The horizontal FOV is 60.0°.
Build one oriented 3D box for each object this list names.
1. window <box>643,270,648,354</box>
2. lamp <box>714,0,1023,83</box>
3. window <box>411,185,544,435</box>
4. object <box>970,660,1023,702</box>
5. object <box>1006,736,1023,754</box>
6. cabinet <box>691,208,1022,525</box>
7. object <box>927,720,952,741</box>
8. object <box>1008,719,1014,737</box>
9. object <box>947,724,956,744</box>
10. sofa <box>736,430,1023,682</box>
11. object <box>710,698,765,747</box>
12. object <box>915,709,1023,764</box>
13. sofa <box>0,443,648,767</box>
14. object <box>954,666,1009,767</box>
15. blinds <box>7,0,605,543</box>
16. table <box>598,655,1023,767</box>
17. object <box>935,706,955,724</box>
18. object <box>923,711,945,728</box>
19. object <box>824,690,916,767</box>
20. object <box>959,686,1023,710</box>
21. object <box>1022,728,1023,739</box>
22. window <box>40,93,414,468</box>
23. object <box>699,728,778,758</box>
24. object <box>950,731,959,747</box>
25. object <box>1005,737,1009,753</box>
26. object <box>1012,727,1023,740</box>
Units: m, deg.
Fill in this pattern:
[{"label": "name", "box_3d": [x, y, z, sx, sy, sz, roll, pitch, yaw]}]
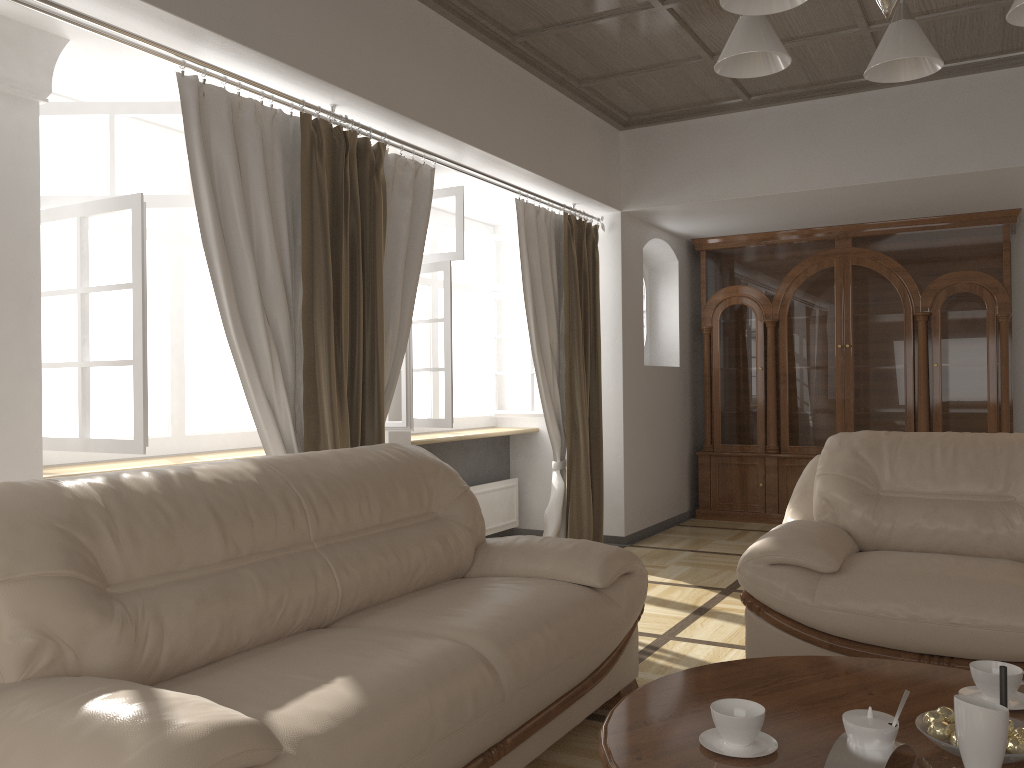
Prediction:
[{"label": "window", "box_3d": [0.938, -0.575, 6.940, 0.050, 0.784, 0.600, -1, 0, 29]}, {"label": "lamp", "box_3d": [0.747, -1.256, 1.772, 0.741, 1.094, 0.713, -1, 0, 29]}, {"label": "window", "box_3d": [-0.262, -0.429, 5.731, 0.782, 1.500, 1.653, -1, 0, 29]}, {"label": "object", "box_3d": [1.076, 0.663, 1.960, 0.114, 0.071, 0.105, -1, 0, 44]}, {"label": "object", "box_3d": [0.935, 0.674, 1.644, 0.039, 0.039, 0.041, -1, 0, 7]}, {"label": "cabinet", "box_3d": [2.650, -0.056, 6.956, 2.360, 2.298, 0.587, -1, 0, 29]}, {"label": "object", "box_3d": [0.826, 0.670, 1.713, 0.041, 0.038, 0.039, -1, 0, -17]}, {"label": "object", "box_3d": [0.921, 0.646, 1.668, 0.037, 0.041, 0.040, 0, 0, -38]}, {"label": "object", "box_3d": [0.863, 0.682, 1.728, 0.040, 0.037, 0.040, 0, 0, -35]}, {"label": "sofa", "box_3d": [1.612, 0.643, 3.303, 1.318, 0.900, 1.052, -1, 0, 29]}, {"label": "object", "box_3d": [0.441, 0.669, 1.741, 0.105, 0.071, 0.114, -1, 0, -11]}, {"label": "object", "box_3d": [0.900, 0.684, 1.704, 0.227, 0.039, 0.227, 0, 0, -36]}, {"label": "sofa", "box_3d": [-0.472, 0.663, 2.443, 1.051, 0.900, 2.135, -1, 0, 29]}, {"label": "object", "box_3d": [0.811, 0.599, 1.532, 0.119, 0.210, 0.119, -1, 0, 7]}, {"label": "blinds", "box_3d": [-0.771, -0.033, 3.638, 0.285, 2.294, 5.765, -1, 0, 29]}, {"label": "table", "box_3d": [0.758, 0.902, 1.742, 1.167, 0.392, 1.169, -1, 0, 25]}, {"label": "object", "box_3d": [0.865, 0.666, 1.775, 0.039, 0.039, 0.041, -1, 0, -12]}, {"label": "object", "box_3d": [0.834, 0.666, 1.751, 0.040, 0.040, 0.038, -1, 0, 8]}, {"label": "object", "box_3d": [0.671, 0.640, 1.655, 0.104, 0.133, 0.178, -1, 0, 44]}, {"label": "object", "box_3d": [1.072, 0.698, 1.963, 0.150, 0.010, 0.150, -1, 0, 19]}, {"label": "object", "box_3d": [0.966, 0.652, 1.642, 0.038, 0.042, 0.038, -1, 0, 37]}, {"label": "window", "box_3d": [-1.244, -0.424, 4.001, 0.784, 1.500, 1.759, -1, 0, 28]}, {"label": "object", "box_3d": [0.443, 0.704, 1.736, 0.150, 0.010, 0.150, -1, 0, 15]}, {"label": "object", "box_3d": [0.853, 0.681, 1.686, 0.038, 0.040, 0.040, -1, 0, -10]}, {"label": "object", "box_3d": [0.930, 0.681, 1.685, 0.040, 0.038, 0.041, -1, 0, -32]}, {"label": "object", "box_3d": [0.966, 0.671, 1.676, 0.038, 0.041, 0.041, -1, 0, 14]}]
